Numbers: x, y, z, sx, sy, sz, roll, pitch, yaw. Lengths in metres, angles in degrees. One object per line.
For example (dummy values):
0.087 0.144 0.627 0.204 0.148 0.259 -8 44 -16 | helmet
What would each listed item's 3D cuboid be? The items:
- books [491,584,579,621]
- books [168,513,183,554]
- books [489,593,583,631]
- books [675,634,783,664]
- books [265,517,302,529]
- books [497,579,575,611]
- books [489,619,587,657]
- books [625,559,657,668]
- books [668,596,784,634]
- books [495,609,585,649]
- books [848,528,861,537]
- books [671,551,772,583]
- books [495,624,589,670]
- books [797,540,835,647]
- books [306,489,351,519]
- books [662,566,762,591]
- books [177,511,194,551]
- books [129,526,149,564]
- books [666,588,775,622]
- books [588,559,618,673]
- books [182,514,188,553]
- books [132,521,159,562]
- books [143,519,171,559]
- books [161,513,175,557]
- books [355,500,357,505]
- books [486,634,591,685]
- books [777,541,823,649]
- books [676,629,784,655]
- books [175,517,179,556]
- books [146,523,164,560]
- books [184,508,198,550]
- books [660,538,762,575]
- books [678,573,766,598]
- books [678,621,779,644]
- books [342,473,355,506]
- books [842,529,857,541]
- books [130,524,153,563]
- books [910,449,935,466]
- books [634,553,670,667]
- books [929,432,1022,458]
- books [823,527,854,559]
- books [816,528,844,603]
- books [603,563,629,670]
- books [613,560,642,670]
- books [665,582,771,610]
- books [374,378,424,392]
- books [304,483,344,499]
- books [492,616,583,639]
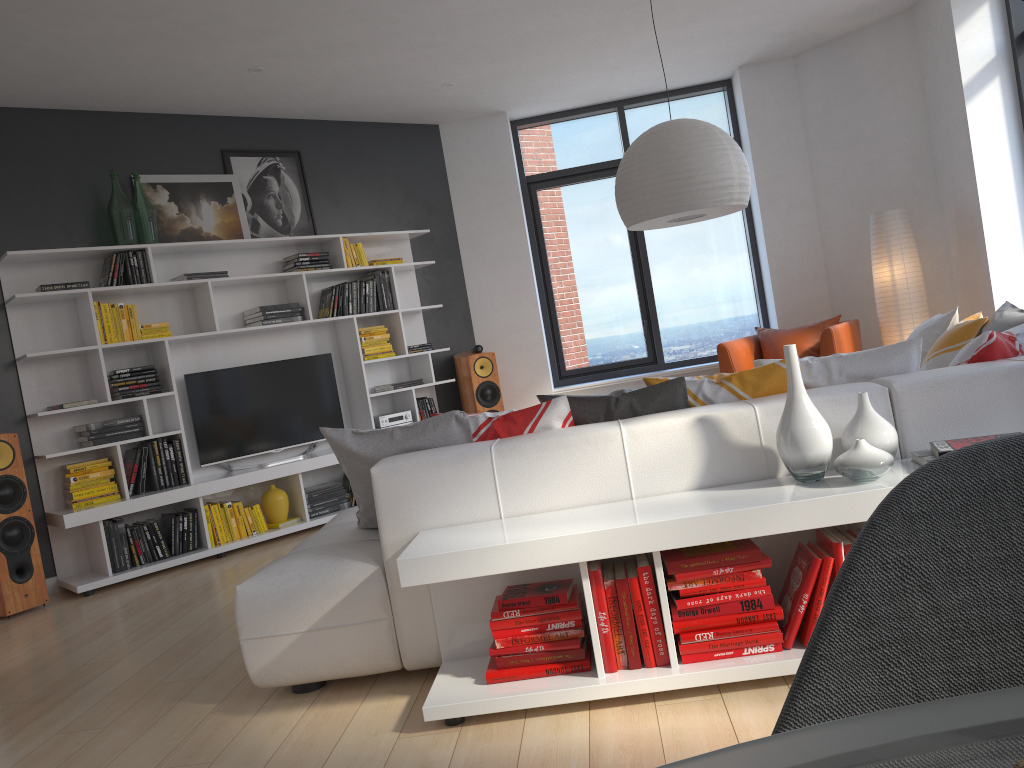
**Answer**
0.071 0.650 2.638 0.254 0.025 0.178 -9 2 5 | books
-2.154 0.955 5.677 0.075 0.254 0.192 -12 3 -41 | books
0.077 0.675 2.636 0.269 0.028 0.179 -9 2 7 | books
0.613 0.735 2.538 0.274 0.029 0.200 -9 2 5 | books
-1.615 0.959 6.122 0.270 0.029 0.204 -8 3 35 | books
0.073 0.623 2.627 0.206 0.029 0.152 -9 2 11 | books
0.080 0.754 2.633 0.266 0.026 0.187 -9 2 11 | books
0.370 0.657 2.557 0.042 0.259 0.195 -9 2 5 | books
0.606 0.650 2.556 0.301 0.032 0.227 -9 2 5 | books
0.087 0.727 2.638 0.257 0.025 0.182 -9 2 5 | books
0.995 0.552 2.472 0.028 0.269 0.181 -9 2 5 | books
0.582 0.511 2.532 0.266 0.026 0.187 -10 2 0 | books
0.095 0.781 2.642 0.259 0.034 0.206 -9 2 8 | books
0.842 0.587 2.496 0.115 0.245 0.192 -9 2 5 | books
-1.372 0.854 6.353 0.343 0.137 0.277 -12 3 -45 | books
0.568 0.539 2.542 0.257 0.025 0.182 -9 2 5 | books
-2.104 0.947 5.716 0.084 0.249 0.191 -11 3 -40 | books
-2.325 1.000 5.510 0.049 0.236 0.170 -11 3 -39 | books
0.594 0.616 2.556 0.279 0.039 0.206 -9 2 6 | books
0.263 0.659 2.573 0.036 0.294 0.208 -9 2 5 | books
-2.125 0.955 5.683 0.071 0.243 0.179 -12 3 -41 | books
-2.290 0.984 5.544 0.066 0.255 0.193 -11 3 -40 | books
-2.239 0.975 5.582 0.083 0.249 0.191 -11 3 -40 | books
-2.191 0.959 5.649 0.066 0.260 0.197 -11 3 -40 | books
-1.166 0.767 6.498 0.096 0.234 0.187 -11 3 -39 | books
0.084 0.817 2.637 0.301 0.032 0.227 -9 2 5 | books
0.802 0.593 2.506 0.144 0.247 0.188 -9 2 6 | books
0.609 0.707 2.519 0.282 0.030 0.188 -9 2 7 | books
-2.155 0.964 5.642 0.069 0.242 0.172 -11 3 -39 | books
-2.262 0.984 5.558 0.066 0.242 0.177 -11 3 -40 | books
-2.080 0.937 5.739 0.066 0.260 0.197 -11 3 -40 | books
0.560 0.484 2.541 0.259 0.034 0.206 -9 2 2 | books
0.589 0.559 2.533 0.236 0.023 0.178 -9 2 5 | books
0.604 0.681 2.522 0.266 0.026 0.187 -9 2 5 | books
-1.189 0.770 6.473 0.104 0.234 0.182 -11 3 -39 | books
0.970 0.558 2.490 0.028 0.266 0.188 -9 2 5 | books
-2.304 0.993 5.518 0.050 0.242 0.169 -11 3 -40 | books
1.297 0.198 2.462 0.300 0.026 0.245 -9 2 10 | books
0.401 0.636 2.558 0.049 0.291 0.214 -9 2 5 | books
1.289 0.173 2.437 0.238 0.027 0.188 -9 2 19 | books
0.941 0.559 2.502 0.038 0.270 0.215 -9 2 5 | books
0.901 0.562 2.489 0.046 0.282 0.199 -9 2 5 | books
0.300 0.670 2.573 0.031 0.255 0.181 -9 2 5 | books
0.333 0.664 2.571 0.034 0.259 0.207 -9 2 5 | books
0.585 0.585 2.539 0.261 0.027 0.191 -9 2 1 | books
-0.884 0.011 6.928 0.310 0.047 0.250 -12 3 -44 | books
-1.406 0.765 6.362 0.310 0.047 0.250 -12 3 -44 | books
0.080 0.702 2.653 0.261 0.028 0.191 -9 2 5 | books
